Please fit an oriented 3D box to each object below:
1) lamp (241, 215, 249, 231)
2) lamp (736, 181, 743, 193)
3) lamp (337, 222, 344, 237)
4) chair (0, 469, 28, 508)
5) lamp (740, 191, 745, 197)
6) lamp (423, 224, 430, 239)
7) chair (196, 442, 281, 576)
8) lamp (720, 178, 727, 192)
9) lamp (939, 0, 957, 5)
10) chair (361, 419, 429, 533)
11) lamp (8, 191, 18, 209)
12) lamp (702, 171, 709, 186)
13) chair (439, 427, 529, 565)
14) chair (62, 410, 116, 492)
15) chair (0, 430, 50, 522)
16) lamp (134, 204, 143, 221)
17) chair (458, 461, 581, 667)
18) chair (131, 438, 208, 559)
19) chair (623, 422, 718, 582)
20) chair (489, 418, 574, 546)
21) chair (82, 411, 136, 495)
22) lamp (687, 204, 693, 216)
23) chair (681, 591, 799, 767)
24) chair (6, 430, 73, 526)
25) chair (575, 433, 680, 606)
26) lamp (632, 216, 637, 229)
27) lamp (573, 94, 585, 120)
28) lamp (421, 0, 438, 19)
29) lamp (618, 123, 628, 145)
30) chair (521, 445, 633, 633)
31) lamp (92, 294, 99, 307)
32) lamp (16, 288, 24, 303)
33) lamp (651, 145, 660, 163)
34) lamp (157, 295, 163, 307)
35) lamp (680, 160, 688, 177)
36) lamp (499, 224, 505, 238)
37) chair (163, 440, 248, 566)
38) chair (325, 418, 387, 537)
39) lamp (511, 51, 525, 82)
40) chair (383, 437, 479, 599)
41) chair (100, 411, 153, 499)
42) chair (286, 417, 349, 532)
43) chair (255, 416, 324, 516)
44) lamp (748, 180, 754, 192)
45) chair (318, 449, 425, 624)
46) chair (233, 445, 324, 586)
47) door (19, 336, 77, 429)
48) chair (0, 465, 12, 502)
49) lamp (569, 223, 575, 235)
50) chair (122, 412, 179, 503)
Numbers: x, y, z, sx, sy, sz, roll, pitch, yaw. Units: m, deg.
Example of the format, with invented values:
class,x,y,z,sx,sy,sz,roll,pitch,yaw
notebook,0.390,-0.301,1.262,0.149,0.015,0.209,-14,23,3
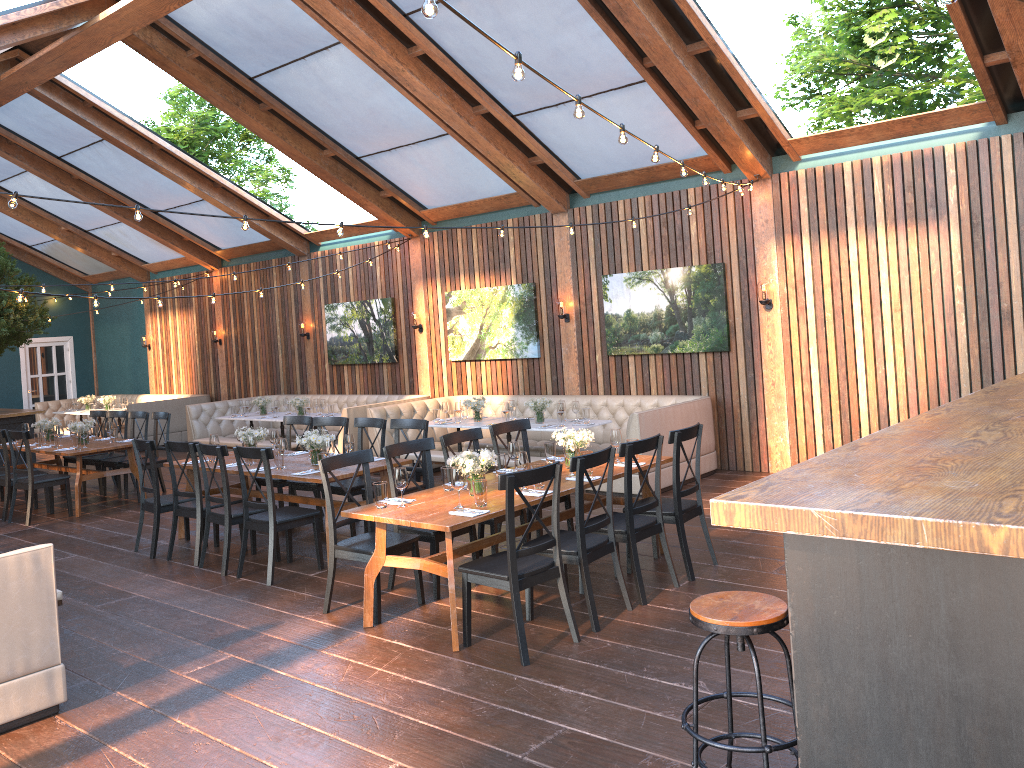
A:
class,x,y,z,sx,sy,sz,roll,pitch,yaw
lamp,-2.014,-1.215,6.672,0.056,0.121,0.056,-4,1,-35
lamp,2.175,-1.880,8.443,0.061,0.119,0.056,-4,1,-33
lamp,-1.377,-1.239,7.080,0.056,0.120,0.057,-3,1,35
chair,-6.143,1.010,10.576,0.476,1.020,0.541,-3,1,36
lamp,2.454,-2.062,9.457,0.065,0.118,0.056,-4,1,1
lamp,-0.726,-1.290,7.491,0.056,0.121,0.056,-4,1,9
chair,-2.263,0.973,7.279,0.541,1.020,0.476,-5,1,-44
lamp,1.855,-1.746,7.767,0.059,0.119,0.056,-4,1,-6
lamp,1.147,-1.059,2.327,0.056,0.120,0.056,-4,1,6
chair,-1.015,0.847,7.875,0.476,1.020,0.541,-3,1,41
lamp,-3.303,-1.220,5.866,0.075,0.114,0.056,-4,1,-3
lamp,1.546,-1.639,7.074,0.056,0.120,0.056,-4,1,1
chair,-0.211,0.872,6.721,0.538,1.020,0.478,-3,1,36
chair,-5.720,0.889,11.929,0.476,1.020,0.541,-3,1,41
chair,-5.703,1.004,10.229,0.476,1.020,0.541,-3,1,44
lamp,-2.644,-1.211,6.255,0.056,0.120,0.056,-4,1,17
chair,0.014,0.971,5.049,0.478,1.020,0.538,-5,1,-44
chair,-3.108,0.981,8.004,0.541,1.020,0.476,-5,1,-41
chair,1.107,0.810,6.323,0.538,1.020,0.478,-3,1,36
chair,0.153,0.818,7.145,0.538,1.020,0.479,-3,1,41
chair,-5.295,0.885,11.563,0.476,1.020,0.541,-3,1,36
lamp,1.830,-1.786,9.091,0.056,0.118,0.066,-4,1,-20
chair,0.856,1.180,3.252,0.467,0.735,0.469,-3,1,28
chair,-5.279,1.001,9.864,0.476,1.020,0.541,-3,1,36
chair,0.743,0.864,5.899,0.538,1.020,0.479,-3,1,41
lamp,1.201,-1.586,8.696,0.056,0.121,0.056,-4,1,-33
lamp,0.322,-1.341,4.286,0.056,0.121,0.056,-4,1,-30
lamp,-0.270,-1.251,2.883,0.056,0.121,0.056,-3,1,34
lamp,0.623,-1.408,4.984,0.056,0.121,0.056,-4,1,-23
chair,0.378,0.918,5.473,0.538,1.020,0.478,-3,1,36
lamp,-3.794,-0.758,8.063,0.056,0.121,0.056,-3,1,40
lamp,-4.094,-0.735,7.356,0.056,0.120,0.056,-4,1,1
lamp,0.917,-1.477,5.682,0.056,0.120,0.056,-5,1,-43
lamp,-3.485,-0.820,8.763,0.056,0.120,0.056,-5,1,-44
lamp,1.237,-1.552,6.380,0.056,0.120,0.056,-4,1,-3
lamp,-0.091,-1.364,7.902,0.059,0.119,0.056,-4,1,20
chair,-2.660,0.974,7.656,0.476,1.020,0.541,-3,1,38
chair,-1.439,0.851,8.240,0.541,1.020,0.476,-5,1,-44
lamp,0.024,-1.286,3.589,0.056,0.121,0.056,-4,1,-33
chair,-0.576,0.926,6.296,0.538,1.020,0.479,-3,1,41
chair,-4.872,0.881,11.198,0.476,1.020,0.541,-3,1,41
chair,-1.863,0.855,8.605,0.476,1.020,0.541,-3,1,36
chair,-2.287,0.859,8.971,0.476,1.020,0.541,-3,1,41
lamp,2.468,-2.046,9.139,0.056,0.120,0.056,-4,1,2
chair,-0.940,0.980,5.871,0.538,1.020,0.478,-3,1,36
chair,-1.835,0.969,6.919,0.476,1.020,0.541,-3,1,41
door,-12.572,0.411,16.977,0.173,2.207,8.200,-4,3,41
chair,-6.542,1.011,10.969,0.541,1.020,0.476,-5,1,-44
lamp,0.558,-1.453,8.296,0.056,0.121,0.056,-4,1,-15
chair,-4.448,0.878,10.833,0.541,1.020,0.476,-5,1,-44
